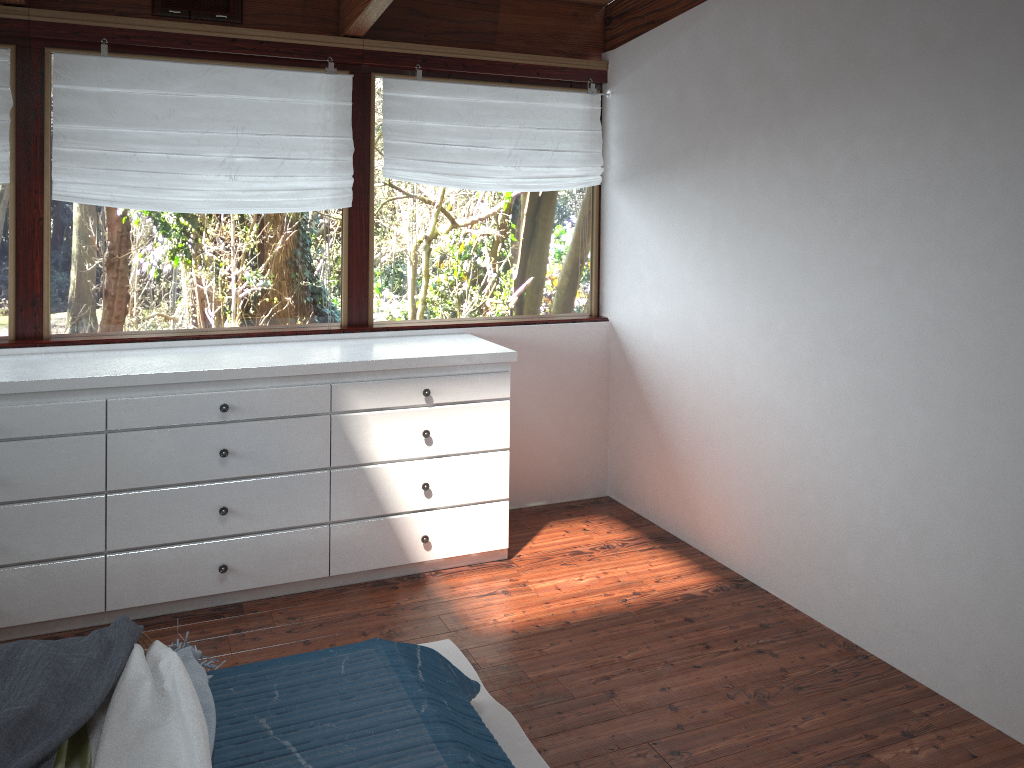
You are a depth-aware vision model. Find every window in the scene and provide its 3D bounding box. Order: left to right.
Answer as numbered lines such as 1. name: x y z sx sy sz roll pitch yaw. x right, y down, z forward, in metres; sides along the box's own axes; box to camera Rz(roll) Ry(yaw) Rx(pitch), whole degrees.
1. window: 1.602 -0.813 2.261 8.311 1.914 5.352 -4 11 -24

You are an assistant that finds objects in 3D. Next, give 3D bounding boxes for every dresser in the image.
1. dresser: -1.522 0.358 3.285 3.120 0.875 0.622 -4 6 -24

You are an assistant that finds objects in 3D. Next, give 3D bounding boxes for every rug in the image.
1. rug: -0.483 1.170 1.404 1.803 0.048 2.756 -4 12 -24

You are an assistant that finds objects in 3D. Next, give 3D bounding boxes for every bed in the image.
1. bed: -0.917 0.857 1.192 2.578 0.761 2.173 -4 11 -23

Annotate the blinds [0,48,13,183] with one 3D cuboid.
1. blinds: -2.531 -1.001 3.180 1.244 0.552 0.054 -4 3 -24

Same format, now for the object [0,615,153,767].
1. object: -0.943 0.881 1.194 0.629 0.401 2.163 -1 11 -15

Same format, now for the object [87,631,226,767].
1. object: -0.380 0.956 1.349 0.537 0.371 2.187 -3 11 -28

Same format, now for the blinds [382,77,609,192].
1. blinds: -0.038 -1.204 4.278 1.222 0.519 0.054 -4 3 -24

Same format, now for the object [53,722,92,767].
1. object: -0.725 1.029 1.235 0.492 0.441 2.137 -3 11 -27

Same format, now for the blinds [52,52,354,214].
1. blinds: -1.276 -1.051 3.734 1.228 0.641 0.054 -3 2 -24
